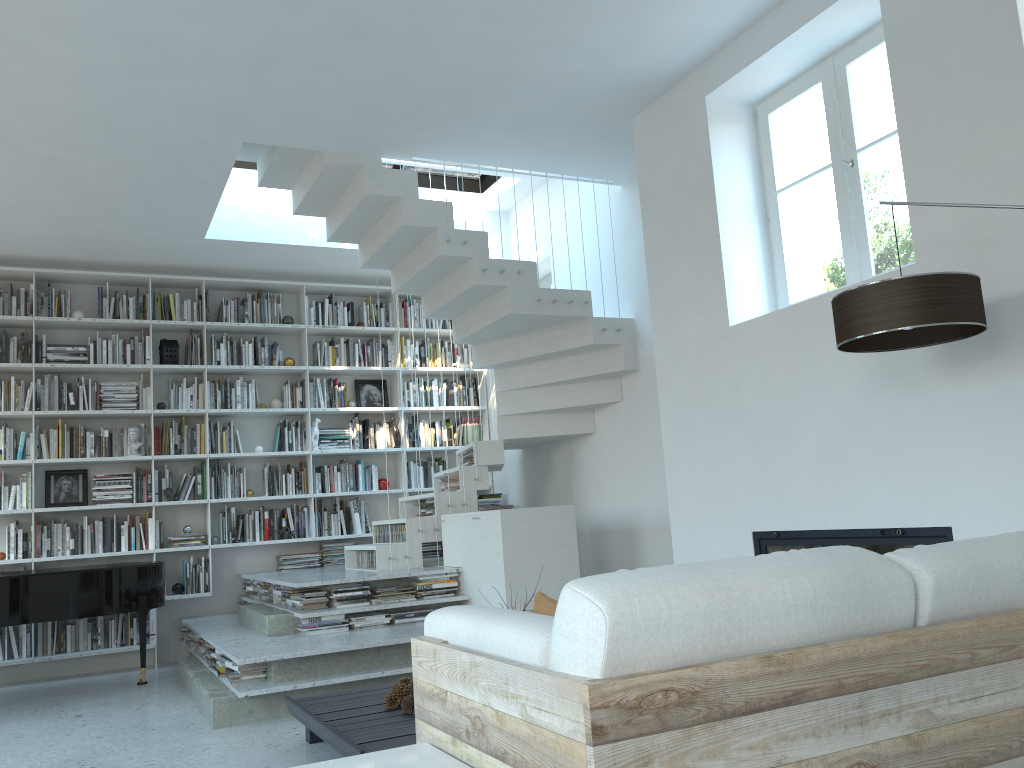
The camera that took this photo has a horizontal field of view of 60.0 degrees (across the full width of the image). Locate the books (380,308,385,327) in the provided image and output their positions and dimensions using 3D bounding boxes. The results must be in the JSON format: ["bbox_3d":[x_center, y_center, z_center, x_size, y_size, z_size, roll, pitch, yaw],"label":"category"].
[{"bbox_3d":[-1.227,-0.585,8.253,0.029,0.209,0.169,0,-9,-26],"label":"books"}]

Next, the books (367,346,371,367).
[{"bbox_3d":[-1.332,-0.227,8.136,0.031,0.217,0.165,0,-9,-26],"label":"books"}]

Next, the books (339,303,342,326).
[{"bbox_3d":[-1.583,-0.599,8.081,0.022,0.236,0.172,0,-9,-26],"label":"books"}]

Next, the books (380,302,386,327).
[{"bbox_3d":[-1.213,-0.616,8.286,0.025,0.279,0.136,0,-9,-26],"label":"books"}]

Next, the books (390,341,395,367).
[{"bbox_3d":[-1.132,-0.249,8.246,0.031,0.265,0.169,0,-9,-26],"label":"books"}]

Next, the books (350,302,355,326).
[{"bbox_3d":[-1.485,-0.608,8.137,0.030,0.257,0.165,0,-9,-26],"label":"books"}]

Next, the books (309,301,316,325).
[{"bbox_3d":[-1.798,-0.606,7.979,0.025,0.250,0.178,0,-9,-26],"label":"books"}]

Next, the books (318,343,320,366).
[{"bbox_3d":[-1.746,-0.236,7.949,0.013,0.236,0.142,0,-9,-26],"label":"books"}]

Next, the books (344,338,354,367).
[{"bbox_3d":[-1.486,-0.258,8.023,0.032,0.265,0.246,0,-9,-26],"label":"books"}]

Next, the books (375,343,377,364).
[{"bbox_3d":[-1.282,-0.240,8.185,0.014,0.249,0.163,0,-9,-26],"label":"books"}]

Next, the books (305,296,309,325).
[{"bbox_3d":[-1.859,-0.626,7.961,0.028,0.294,0.150,0,-9,-26],"label":"books"}]

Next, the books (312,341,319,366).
[{"bbox_3d":[-1.759,-0.244,7.946,0.012,0.253,0.161,0,-9,-26],"label":"books"}]

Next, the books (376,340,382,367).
[{"bbox_3d":[-1.240,-0.255,8.182,0.036,0.271,0.177,0,-9,-26],"label":"books"}]

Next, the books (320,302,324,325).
[{"bbox_3d":[-1.737,-0.602,8.031,0.027,0.249,0.140,0,-9,-26],"label":"books"}]

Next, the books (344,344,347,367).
[{"bbox_3d":[-1.533,-0.236,8.054,0.025,0.238,0.143,0,-9,-26],"label":"books"}]

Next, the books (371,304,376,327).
[{"bbox_3d":[-1.304,-0.604,8.220,0.031,0.248,0.165,0,-9,-26],"label":"books"}]

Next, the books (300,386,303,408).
[{"bbox_3d":[-1.872,0.135,7.830,0.013,0.220,0.155,0,-9,-26],"label":"books"}]

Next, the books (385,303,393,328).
[{"bbox_3d":[-1.154,-0.611,8.295,0.026,0.263,0.163,0,-9,-26],"label":"books"}]

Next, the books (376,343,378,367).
[{"bbox_3d":[-1.264,-0.242,8.178,0.011,0.248,0.152,0,-9,-26],"label":"books"}]

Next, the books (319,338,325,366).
[{"bbox_3d":[-1.719,-0.258,7.966,0.051,0.282,0.167,0,-9,-26],"label":"books"}]

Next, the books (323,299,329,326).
[{"bbox_3d":[-1.697,-0.619,8.034,0.048,0.277,0.150,0,-9,-26],"label":"books"}]

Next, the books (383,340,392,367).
[{"bbox_3d":[-1.160,-0.258,8.237,0.026,0.283,0.147,0,-9,-26],"label":"books"}]

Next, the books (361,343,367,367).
[{"bbox_3d":[-1.362,-0.240,8.115,0.014,0.239,0.189,0,-9,-26],"label":"books"}]

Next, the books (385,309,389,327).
[{"bbox_3d":[-1.188,-0.582,8.298,0.031,0.211,0.132,0,-9,-26],"label":"books"}]

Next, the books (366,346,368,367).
[{"bbox_3d":[-1.356,-0.225,8.135,0.013,0.216,0.178,0,-9,-26],"label":"books"}]

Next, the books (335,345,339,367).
[{"bbox_3d":[-1.600,-0.229,8.017,0.030,0.224,0.158,0,-9,-26],"label":"books"}]

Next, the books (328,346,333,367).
[{"bbox_3d":[-1.652,-0.223,7.976,0.025,0.207,0.175,0,-9,-26],"label":"books"}]

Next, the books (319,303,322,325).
[{"bbox_3d":[-1.752,-0.596,8.003,0.024,0.230,0.169,0,-9,-26],"label":"books"}]

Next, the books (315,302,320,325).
[{"bbox_3d":[-1.772,-0.602,7.985,0.026,0.241,0.185,0,-9,-26],"label":"books"}]

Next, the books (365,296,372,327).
[{"bbox_3d":[-1.329,-0.640,8.215,0.007,0.320,0.166,0,-9,-26],"label":"books"}]

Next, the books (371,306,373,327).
[{"bbox_3d":[-1.316,-0.594,8.204,0.007,0.225,0.170,0,-9,-26],"label":"books"}]

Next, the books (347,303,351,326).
[{"bbox_3d":[-1.509,-0.604,8.139,0.012,0.253,0.161,0,-9,-26],"label":"books"}]

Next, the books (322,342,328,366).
[{"bbox_3d":[-1.687,-0.241,7.988,0.026,0.250,0.130,0,-9,-26],"label":"books"}]

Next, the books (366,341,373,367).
[{"bbox_3d":[-1.314,-0.249,8.158,0.023,0.263,0.156,0,-9,-26],"label":"books"}]

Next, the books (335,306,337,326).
[{"bbox_3d":[-1.627,-0.588,8.079,0.030,0.220,0.133,0,-9,-26],"label":"books"}]

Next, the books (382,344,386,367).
[{"bbox_3d":[-1.212,-0.238,8.201,0.030,0.240,0.162,0,-9,-26],"label":"books"}]

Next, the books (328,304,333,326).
[{"bbox_3d":[-1.661,-0.595,8.049,0.030,0.230,0.148,0,-9,-26],"label":"books"}]

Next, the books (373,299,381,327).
[{"bbox_3d":[-1.257,-0.627,8.262,0.020,0.298,0.131,0,-9,-26],"label":"books"}]

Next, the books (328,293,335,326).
[{"bbox_3d":[-1.640,-0.647,8.056,0.014,0.331,0.180,0,-9,-26],"label":"books"}]

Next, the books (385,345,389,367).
[{"bbox_3d":[-1.181,-0.233,8.226,0.022,0.233,0.158,0,-9,-26],"label":"books"}]

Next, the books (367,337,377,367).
[{"bbox_3d":[-1.289,-0.266,8.158,0.022,0.294,0.181,0,-9,-26],"label":"books"}]

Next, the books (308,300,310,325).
[{"bbox_3d":[-1.843,-0.610,7.976,0.014,0.263,0.140,0,-9,-26],"label":"books"}]

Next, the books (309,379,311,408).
[{"bbox_3d":[-1.820,0.105,7.868,0.031,0.284,0.137,0,-9,-26],"label":"books"}]

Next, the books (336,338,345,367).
[{"bbox_3d":[-1.553,-0.262,8.038,0.026,0.287,0.156,0,-9,-26],"label":"books"}]

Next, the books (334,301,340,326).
[{"bbox_3d":[-1.600,-0.612,8.074,0.014,0.261,0.168,0,-9,-26],"label":"books"}]

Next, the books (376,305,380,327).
[{"bbox_3d":[-1.263,-0.598,8.231,0.018,0.234,0.186,0,-9,-26],"label":"books"}]

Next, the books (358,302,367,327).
[{"bbox_3d":[-1.379,-0.609,8.176,0.019,0.255,0.169,0,-9,-26],"label":"books"}]

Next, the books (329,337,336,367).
[{"bbox_3d":[-1.621,-0.265,8.013,0.011,0.296,0.163,0,-9,-26],"label":"books"}]

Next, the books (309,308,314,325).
[{"bbox_3d":[-1.812,-0.574,7.953,0.022,0.182,0.190,0,-9,-26],"label":"books"}]

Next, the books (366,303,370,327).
[{"bbox_3d":[-1.352,-0.606,8.198,0.016,0.251,0.189,0,-9,-26],"label":"books"}]

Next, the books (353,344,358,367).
[{"bbox_3d":[-1.438,-0.235,8.074,0.030,0.229,0.187,0,-9,-26],"label":"books"}]

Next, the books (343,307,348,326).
[{"bbox_3d":[-1.540,-0.583,8.094,0.024,0.201,0.190,0,-9,-26],"label":"books"}]

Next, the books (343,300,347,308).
[{"bbox_3d":[-1.538,-0.616,8.130,0.012,0.278,0.153,0,-9,-26],"label":"books"}]

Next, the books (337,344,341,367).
[{"bbox_3d":[-1.583,-0.233,8.042,0.024,0.235,0.147,0,-9,-26],"label":"books"}]

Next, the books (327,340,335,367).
[{"bbox_3d":[-1.633,-0.249,7.995,0.026,0.260,0.167,0,-9,-26],"label":"books"}]

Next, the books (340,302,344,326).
[{"bbox_3d":[-1.568,-0.606,8.099,0.021,0.253,0.151,0,-9,-26],"label":"books"}]

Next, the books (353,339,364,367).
[{"bbox_3d":[-1.402,-0.257,8.126,0.048,0.282,0.162,0,-9,-26],"label":"books"}]

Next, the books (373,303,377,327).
[{"bbox_3d":[-1.289,-0.606,8.244,0.017,0.256,0.147,0,-9,-26],"label":"books"}]
